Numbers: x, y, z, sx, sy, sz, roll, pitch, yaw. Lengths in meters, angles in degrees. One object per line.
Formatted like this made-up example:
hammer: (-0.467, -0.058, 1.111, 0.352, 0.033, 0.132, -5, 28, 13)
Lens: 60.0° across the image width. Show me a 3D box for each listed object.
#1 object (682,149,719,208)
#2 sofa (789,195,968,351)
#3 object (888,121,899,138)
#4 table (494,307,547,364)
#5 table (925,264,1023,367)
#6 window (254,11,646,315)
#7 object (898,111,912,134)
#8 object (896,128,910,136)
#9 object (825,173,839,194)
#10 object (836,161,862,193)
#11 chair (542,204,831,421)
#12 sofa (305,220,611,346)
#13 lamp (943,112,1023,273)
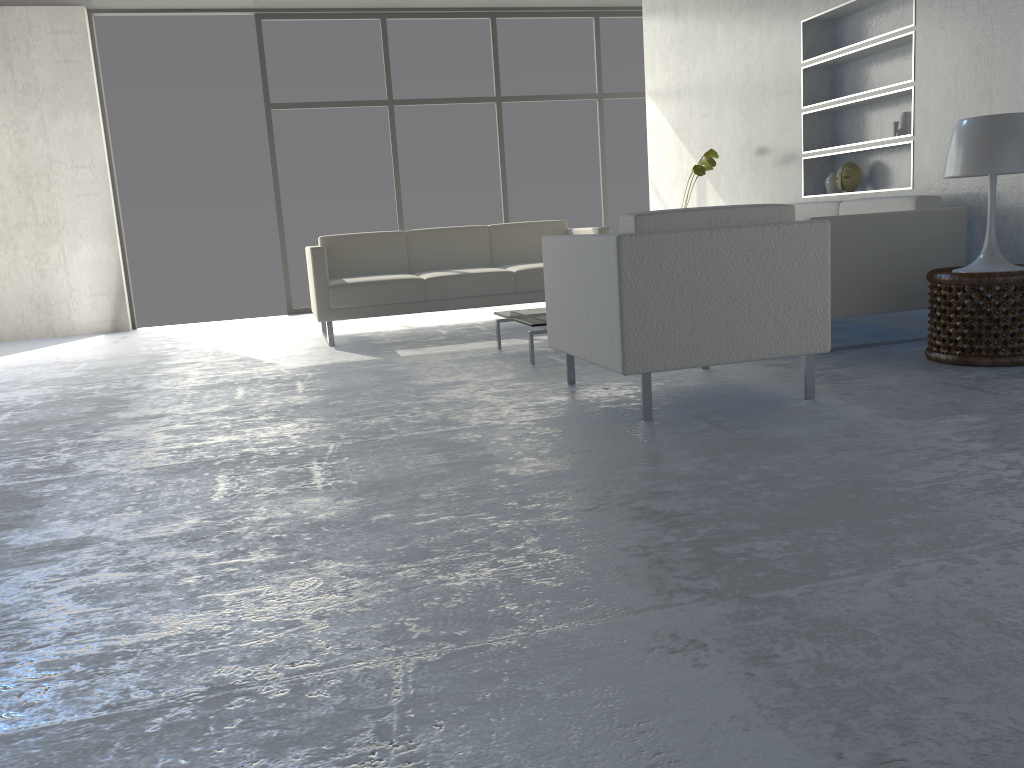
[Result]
object: (1.166, -0.995, 5.793, 0.387, 1.051, 0.400, -1, 10, 13)
sofa: (1.412, -0.634, 4.791, 0.821, 0.658, 1.881, -6, 11, -14)
object: (1.971, -1.299, 4.556, 0.074, 0.094, 0.074, 4, 13, 39)
table: (0.373, -0.277, 4.522, 0.773, 0.190, 0.730, -6, 11, -14)
table: (1.881, -0.276, 3.499, 0.452, 0.358, 0.452, -12, 13, -39)
window: (-0.062, -2.033, 7.972, 4.080, 2.477, 0.037, -6, 11, -14)
object: (1.987, -1.303, 4.471, 0.079, 0.130, 0.079, -7, 11, -16)
object: (1.947, -1.250, 4.420, 0.064, 0.050, 0.064, -5, 10, -9)
object: (1.849, -1.151, 5.104, 0.086, 0.128, 0.086, -4, 10, -4)
object: (1.861, -1.151, 4.951, 0.088, 0.179, 0.163, -8, 11, -24)
chair: (0.592, -0.300, 3.234, 0.748, 0.662, 0.821, -6, 11, -14)
sofa: (-0.359, -0.703, 5.834, 1.881, 0.658, 0.821, -6, 11, -14)
lamp: (1.851, -0.729, 3.419, 0.347, 0.582, 0.347, 6, 14, 43)
